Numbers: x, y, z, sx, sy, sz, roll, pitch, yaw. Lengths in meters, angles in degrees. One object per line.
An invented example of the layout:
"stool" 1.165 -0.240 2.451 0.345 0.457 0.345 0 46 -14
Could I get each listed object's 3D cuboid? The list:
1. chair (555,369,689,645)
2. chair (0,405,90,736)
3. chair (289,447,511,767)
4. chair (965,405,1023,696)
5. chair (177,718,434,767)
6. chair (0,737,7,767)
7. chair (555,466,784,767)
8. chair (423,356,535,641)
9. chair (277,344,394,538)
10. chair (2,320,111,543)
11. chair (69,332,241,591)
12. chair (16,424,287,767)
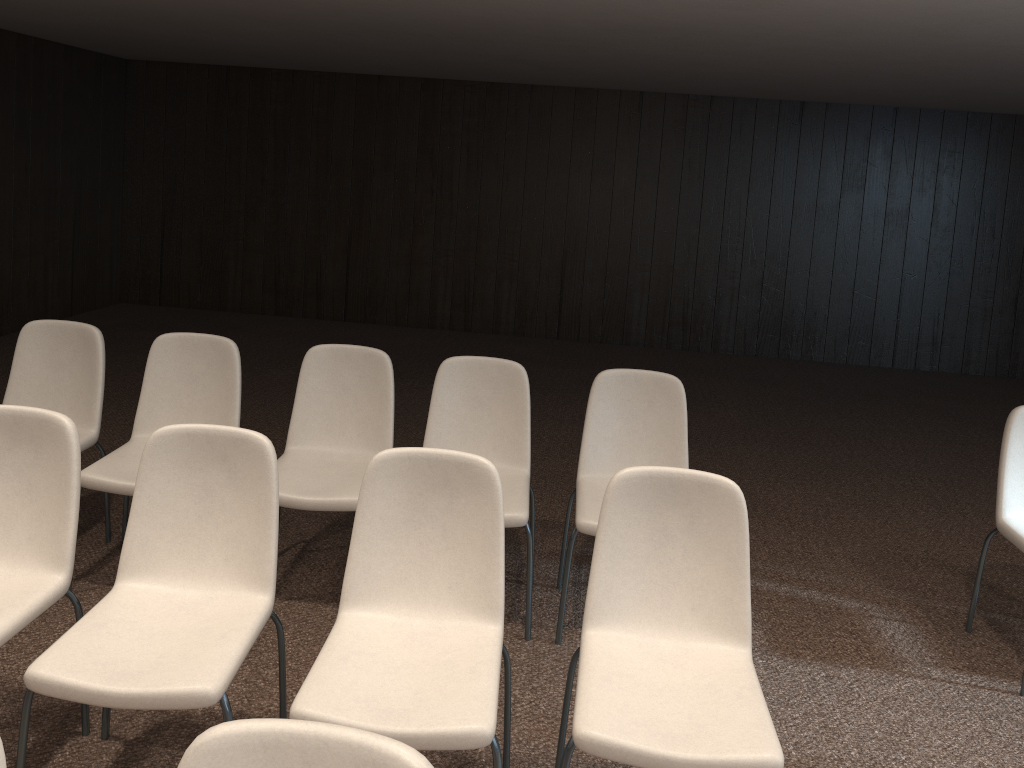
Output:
"chair" 0.461 0.445 3.261 0.532 0.885 0.569 4 8 3
"chair" -1.435 0.564 2.251 0.532 0.885 0.568 5 8 6
"chair" -0.247 0.676 2.133 0.532 0.885 0.569 4 8 3
"chair" 2.036 0.585 3.139 0.532 0.885 0.569 4 8 3
"chair" -0.318 0.962 0.964 0.532 0.885 0.568 5 8 6
"chair" -0.906 0.917 0.980 0.532 0.885 0.568 5 8 6
"chair" 0.382 0.725 2.114 0.532 0.885 0.568 5 8 6
"chair" -0.153 0.393 3.298 0.532 0.885 0.569 4 8 3
"chair" -0.704 0.343 3.346 0.532 0.885 0.568 5 8 4
"chair" -1.916 0.238 3.432 0.532 0.885 0.568 5 8 6
"chair" -1.324 0.295 3.365 0.532 0.885 0.569 4 8 3
"chair" -0.862 0.616 2.203 0.532 0.885 0.569 4 8 3
